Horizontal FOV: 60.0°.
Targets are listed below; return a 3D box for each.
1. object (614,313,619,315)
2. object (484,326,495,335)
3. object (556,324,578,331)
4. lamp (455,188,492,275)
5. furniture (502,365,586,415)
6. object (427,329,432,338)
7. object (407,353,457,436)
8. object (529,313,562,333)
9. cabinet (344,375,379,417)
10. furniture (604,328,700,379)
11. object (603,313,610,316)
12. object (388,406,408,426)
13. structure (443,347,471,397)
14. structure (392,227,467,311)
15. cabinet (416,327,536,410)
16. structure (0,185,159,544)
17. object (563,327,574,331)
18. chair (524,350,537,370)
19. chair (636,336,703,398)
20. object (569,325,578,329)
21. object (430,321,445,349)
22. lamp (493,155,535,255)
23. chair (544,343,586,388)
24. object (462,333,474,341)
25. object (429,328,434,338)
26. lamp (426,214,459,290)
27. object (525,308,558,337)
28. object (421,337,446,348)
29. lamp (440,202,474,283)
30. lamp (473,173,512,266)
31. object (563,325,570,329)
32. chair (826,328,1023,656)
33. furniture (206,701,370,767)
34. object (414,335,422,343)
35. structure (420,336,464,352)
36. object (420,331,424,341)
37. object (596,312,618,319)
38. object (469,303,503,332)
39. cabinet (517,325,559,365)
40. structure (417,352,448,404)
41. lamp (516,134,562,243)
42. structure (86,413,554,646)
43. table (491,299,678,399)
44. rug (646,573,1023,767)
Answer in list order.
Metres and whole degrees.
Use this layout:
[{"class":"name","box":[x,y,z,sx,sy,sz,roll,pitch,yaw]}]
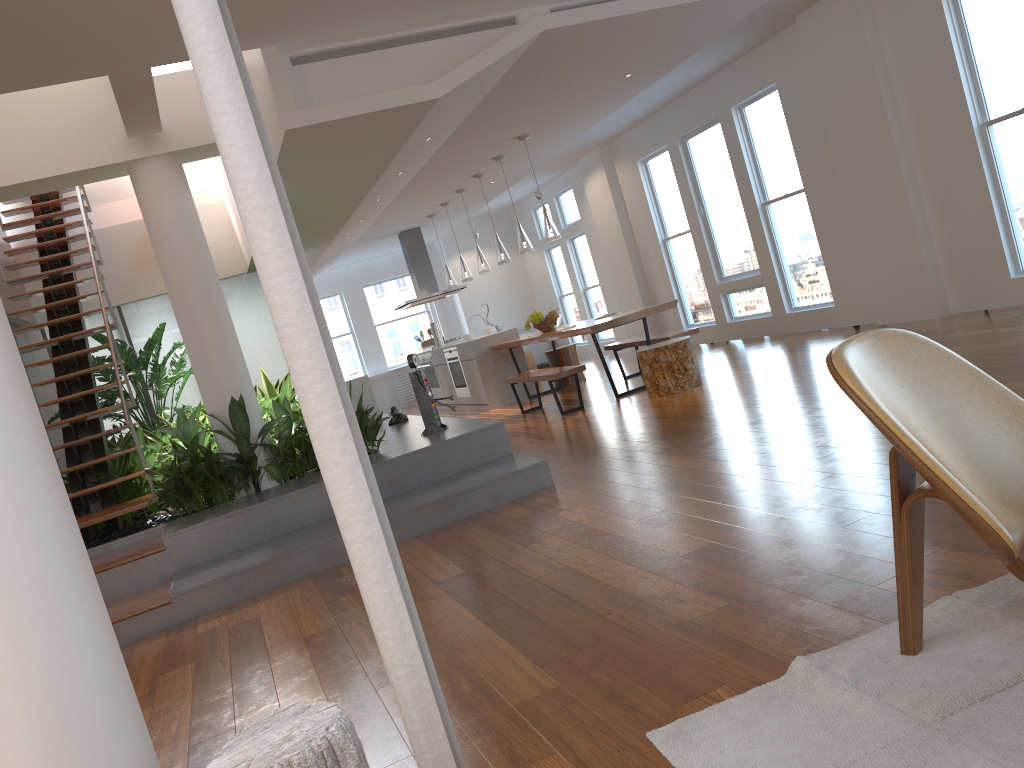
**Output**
[{"class":"object","box":[0.975,-0.671,8.561,0.158,0.017,0.019,-18,5,-23]},{"class":"object","box":[-0.262,-0.641,10.741,0.152,0.082,0.152,-14,5,32]},{"class":"object","box":[0.533,-0.539,8.571,0.222,0.020,0.222,-15,5,22]},{"class":"lamp","box":[-0.461,-1.791,10.226,0.160,1.060,0.160,-16,4,9]},{"class":"furniture","box":[0.328,0.074,8.474,0.316,0.389,1.433,-18,5,-18]},{"class":"object","box":[-1.182,-0.671,13.022,0.061,0.299,0.040,-18,5,-21]},{"class":"object","box":[-0.548,0.045,6.103,0.318,0.565,0.134,-15,5,18]},{"class":"object","box":[0.382,-0.637,9.551,0.360,0.159,0.360,-14,5,35]},{"class":"cabinet","box":[-2.694,-0.254,11.674,0.676,2.280,4.565,-18,5,-18]},{"class":"furniture","box":[1.406,-0.276,8.846,0.316,0.389,1.433,-18,5,-18]},{"class":"object","box":[0.928,-0.670,8.657,0.079,0.030,0.070,-15,5,25]},{"class":"object","box":[-1.026,0.267,7.748,0.181,0.155,0.216,-13,5,36]},{"class":"structure","box":[-0.686,-0.145,11.195,0.072,0.648,0.644,-18,5,-18]},{"class":"structure","box":[-1.357,-1.839,12.478,0.909,1.405,0.900,-18,5,-18]},{"class":"cabinet","box":[-0.567,-0.154,11.767,0.597,0.832,2.936,-18,5,-18]},{"class":"structure","box":[-3.096,-1.003,7.590,2.552,4.265,4.591,-18,5,-18]},{"class":"object","box":[0.557,-0.531,8.472,0.164,0.006,0.017,-18,4,-13]},{"class":"chair","box":[0.115,-0.224,12.728,0.344,0.430,0.549,-18,4,-14]},{"class":"chair","box":[1.314,-0.144,7.398,0.460,0.400,0.460,-17,4,-8]},{"class":"object","box":[0.565,-0.535,8.440,0.149,0.014,0.044,-18,5,-20]},{"class":"object","box":[-1.012,-0.669,12.115,0.120,0.356,0.172,-14,5,30]},{"class":"lamp","box":[0.003,-1.821,8.857,0.160,1.060,0.160,-16,4,9]},{"class":"chair","box":[0.636,-0.215,10.566,0.396,0.455,0.402,-19,5,-28]},{"class":"object","box":[-0.527,-0.565,10.781,0.152,0.082,0.152,-15,5,21]},{"class":"object","box":[-1.144,-0.681,13.014,0.057,0.299,0.019,-18,5,-18]},{"class":"lamp","box":[-0.924,-1.761,11.596,0.160,1.060,0.160,-16,4,9]},{"class":"object","box":[0.336,-0.690,9.552,0.292,0.284,0.394,-13,5,36]},{"class":"object","box":[-1.156,-0.595,13.019,0.353,0.157,0.084,-18,5,-18]},{"class":"lamp","box":[-0.692,-1.776,10.911,0.160,1.060,0.160,-16,4,9]},{"class":"lamp","box":[-0.229,-1.806,9.542,0.160,1.060,0.160,-16,4,9]},{"class":"object","box":[0.532,-0.545,8.571,0.079,0.030,0.070,-14,5,35]},{"class":"chair","box":[1.183,0.181,1.662,0.856,0.752,0.867,-18,4,-13]},{"class":"furniture","box":[-0.338,0.804,1.547,0.298,0.418,0.290,-14,5,35]},{"class":"object","box":[-1.317,-0.609,12.973,0.199,0.259,0.016,-17,4,-8]},{"class":"structure","box":[-0.989,-0.566,12.604,0.520,0.073,0.650,-18,5,-18]},{"class":"object","box":[-1.290,-0.637,12.985,0.055,0.299,0.027,-18,5,-18]},{"class":"object","box":[0.930,-0.664,8.658,0.222,0.020,0.222,-19,5,-26]},{"class":"object","box":[-0.418,-1.048,14.590,0.210,0.563,0.590,-13,6,43]},{"class":"cabinet","box":[0.099,-0.544,14.800,1.309,0.725,0.420,-18,5,-18]},{"class":"structure","box":[-0.902,-0.147,12.612,0.649,0.735,0.890,-18,5,-18]},{"class":"lamp","box":[0.234,-1.836,8.172,0.160,1.060,0.160,-16,4,9]},{"class":"structure","box":[-2.099,0.914,7.186,3.088,0.386,5.584,-18,5,-18]},{"class":"table","box":[0.200,-0.220,10.553,0.893,0.704,5.996,-18,5,-18]},{"class":"rug","box":[2.332,0.260,0.754,3.525,0.057,3.478,-18,4,-14]}]
